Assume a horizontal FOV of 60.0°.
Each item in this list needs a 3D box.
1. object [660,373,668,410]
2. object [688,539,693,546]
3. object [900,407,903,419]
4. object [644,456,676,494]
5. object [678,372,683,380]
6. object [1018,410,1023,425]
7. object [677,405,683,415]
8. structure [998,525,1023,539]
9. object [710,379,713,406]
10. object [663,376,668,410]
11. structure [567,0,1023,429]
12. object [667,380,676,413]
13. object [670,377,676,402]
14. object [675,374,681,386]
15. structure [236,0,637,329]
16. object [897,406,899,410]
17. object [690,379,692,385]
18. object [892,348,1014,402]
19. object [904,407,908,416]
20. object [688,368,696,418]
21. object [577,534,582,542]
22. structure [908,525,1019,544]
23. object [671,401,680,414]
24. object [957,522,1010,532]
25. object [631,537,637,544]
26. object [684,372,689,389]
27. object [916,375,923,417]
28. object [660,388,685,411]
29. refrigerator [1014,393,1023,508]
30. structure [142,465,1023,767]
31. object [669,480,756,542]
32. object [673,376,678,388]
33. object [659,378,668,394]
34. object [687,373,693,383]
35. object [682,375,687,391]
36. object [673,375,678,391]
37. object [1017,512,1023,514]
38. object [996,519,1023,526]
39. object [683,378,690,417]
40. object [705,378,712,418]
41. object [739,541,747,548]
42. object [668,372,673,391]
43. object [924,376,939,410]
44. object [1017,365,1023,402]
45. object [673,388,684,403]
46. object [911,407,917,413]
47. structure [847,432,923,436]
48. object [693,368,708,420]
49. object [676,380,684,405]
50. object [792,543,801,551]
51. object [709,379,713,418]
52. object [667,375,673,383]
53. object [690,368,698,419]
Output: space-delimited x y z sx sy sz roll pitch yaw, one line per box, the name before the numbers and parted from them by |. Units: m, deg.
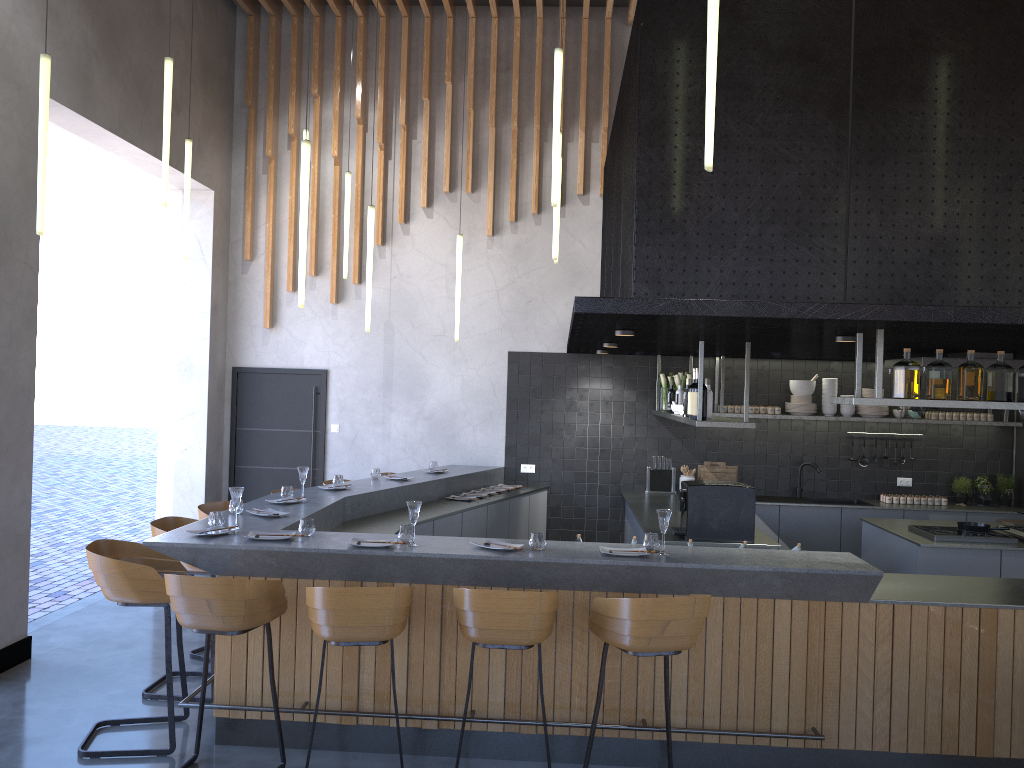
object | 1.510 0.078 8.781 0.105 0.365 0.047 2 0 21
object | 0.984 0.962 4.902 0.038 0.203 0.057 2 0 28
object | 3.083 0.096 6.988 0.024 0.363 0.033 2 0 3
object | 1.512 0.923 9.007 0.322 0.371 0.067 2 0 3
object | 1.673 0.073 8.753 0.084 0.386 0.046 2 0 -34
object | 4.140 0.135 7.126 0.161 0.386 0.200 2 0 27
object | 1.498 0.209 7.613 0.159 0.110 0.172 2 0 -14
structure | 3.967 1.126 6.731 0.317 0.060 0.502 2 0 3
object | 1.559 0.112 7.051 0.073 0.305 0.072 2 0 35
object | 1.530 0.088 8.863 0.055 0.345 0.118 2 0 18
structure | 4.743 -0.790 6.490 8.600 2.382 4.958 2 0 3
object | 1.497 0.114 8.318 0.073 0.305 0.072 2 0 0
object | 1.562 0.097 8.488 0.054 0.330 0.220 2 0 35
object | 1.636 0.086 8.529 0.141 0.356 0.057 2 0 18
structure | 2.110 -0.937 4.045 10.399 5.894 10.127 2 0 3
object | 3.080 0.063 7.061 0.032 0.298 0.035 2 0 45
object | 1.430 0.110 7.160 0.073 0.305 0.072 2 0 12
object | 2.392 -0.048 4.796 0.630 0.274 0.139 2 0 1
object | 3.077 0.082 6.889 0.024 0.337 0.068 2 0 3
object | 1.376 0.071 6.668 0.101 0.378 0.100 2 0 -3
object | 0.379 0.943 4.966 0.042 0.203 0.076 2 0 36
structure | 3.426 1.132 6.763 0.599 0.060 0.510 2 0 3
object | 1.486 0.209 7.840 0.159 0.110 0.172 2 0 8
object | 3.593 1.102 6.809 0.232 0.061 0.351 2 0 -18
object | 0.680 0.952 4.946 0.029 0.203 0.077 2 0 -7
object | 1.644 0.074 8.459 0.113 0.381 0.056 2 0 35
object | 3.069 0.081 6.670 0.031 0.336 0.104 2 0 2
object | 1.610 0.155 8.843 0.248 0.231 0.234 2 0 13
refrigerator | 5.589 1.118 8.485 1.131 2.027 0.803 2 0 3
structure | 2.713 1.341 6.686 8.945 1.400 4.889 2 0 3
object | 1.431 0.905 6.365 0.562 0.400 0.322 2 0 3
object | 1.640 0.090 8.586 0.169 0.349 0.056 2 0 16
object | 1.583 0.099 8.931 0.220 0.330 0.054 2 0 17
object | 1.682 0.082 8.371 0.047 0.365 0.105 2 0 40
object | 1.610 0.090 8.416 0.118 0.345 0.055 2 0 37
object | 1.644 0.087 8.874 0.057 0.356 0.141 2 0 -1
object | 3.894 1.026 6.657 0.348 0.154 0.200 2 0 -6
object | 4.246 1.046 7.271 0.400 0.232 0.290 2 0 3
object | 1.393 0.108 7.029 0.072 0.305 0.073 2 0 -43
object | 1.490 0.110 6.786 0.073 0.305 0.072 2 0 -10
object | 1.271 0.970 4.893 0.096 0.203 0.048 2 0 -42
object | 1.581 0.073 8.845 0.056 0.381 0.113 2 0 16
object | 3.105 0.054 6.552 0.103 0.280 0.103 2 0 34
object | 2.793 -0.036 4.764 0.105 0.274 0.105 2 0 3
object | 1.654 0.156 8.488 0.234 0.231 0.248 2 0 31
object | 3.080 0.067 6.785 0.038 0.306 0.062 2 0 3
structure | 3.769 0.505 8.972 0.743 0.018 0.074 2 0 3
object | 1.362 0.070 6.411 0.101 0.378 0.100 2 0 -4
object | 1.549 0.115 8.191 0.073 0.305 0.072 2 0 -24
object | 1.567 0.979 4.898 0.040 0.203 0.100 2 0 -25
object | 1.528 0.111 6.917 0.072 0.305 0.073 2 0 -45
object | 1.579 0.089 8.772 0.093 0.347 0.057 2 0 -18
object | 1.369 0.071 6.541 0.101 0.378 0.100 2 0 -3
